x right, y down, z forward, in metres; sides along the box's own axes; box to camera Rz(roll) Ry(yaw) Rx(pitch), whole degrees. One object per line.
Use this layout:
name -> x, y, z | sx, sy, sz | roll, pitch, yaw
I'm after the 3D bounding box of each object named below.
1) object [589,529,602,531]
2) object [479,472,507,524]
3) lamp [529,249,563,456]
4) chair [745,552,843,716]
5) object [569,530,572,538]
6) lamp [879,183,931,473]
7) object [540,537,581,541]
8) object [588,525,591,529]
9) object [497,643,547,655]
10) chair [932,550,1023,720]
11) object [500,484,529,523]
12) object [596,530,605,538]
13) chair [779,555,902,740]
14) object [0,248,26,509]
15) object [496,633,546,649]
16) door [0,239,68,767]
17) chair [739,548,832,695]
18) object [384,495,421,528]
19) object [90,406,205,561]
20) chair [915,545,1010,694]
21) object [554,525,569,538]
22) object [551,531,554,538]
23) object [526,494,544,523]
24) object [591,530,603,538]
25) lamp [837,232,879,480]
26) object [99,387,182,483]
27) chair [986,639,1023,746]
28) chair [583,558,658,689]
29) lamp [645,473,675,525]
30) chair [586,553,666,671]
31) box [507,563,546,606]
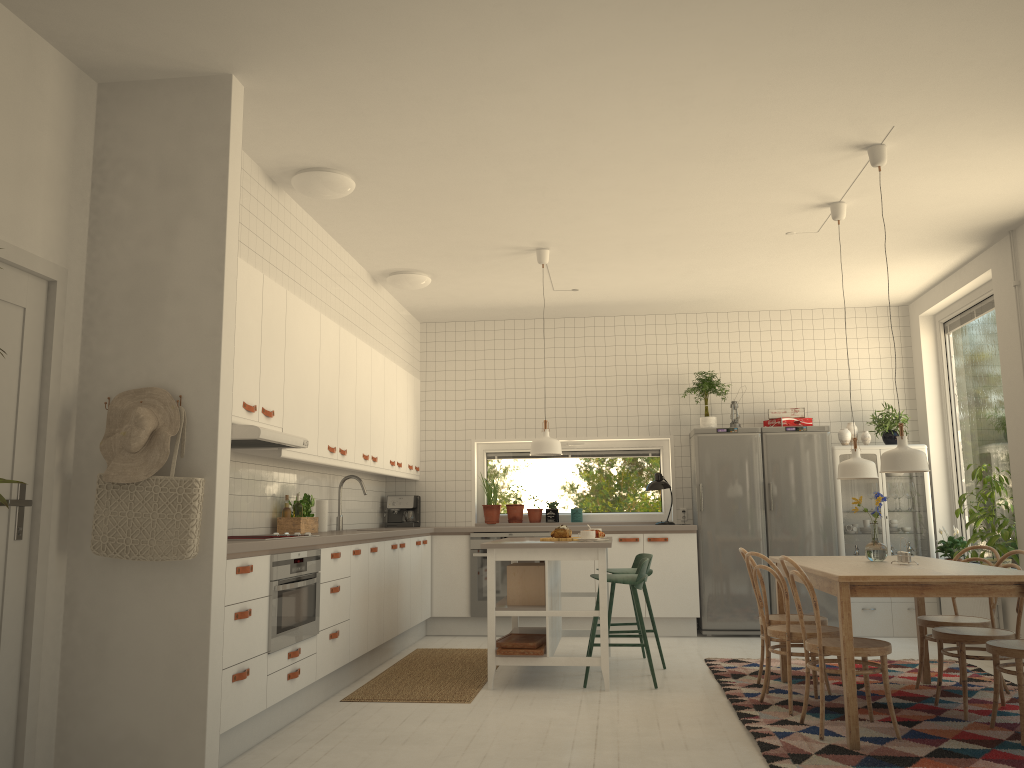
object -> 0.600, 1.074, 6.400 | 0.094, 0.060, 0.098 | -1, -9, 4
object -> -0.182, 1.073, 8.401 | 0.300, 0.499, 0.333 | 1, -9, -10
lamp -> 0.227, -0.250, 6.215 | 0.229, 1.492, 0.229 | -2, -9, 7
chair -> 1.514, 1.302, 4.727 | 0.483, 0.811, 0.385 | 1, -9, -11
object -> 0.355, 0.988, 5.874 | 0.083, 0.057, 0.072 | -3, -9, 13
lamp -> 1.912, -0.359, 4.460 | 0.229, 1.597, 0.229 | -8, -12, 41
object -> 0.336, 1.024, 5.857 | 0.237, 0.019, 0.306 | -4, -9, 23
object -> 0.583, 1.060, 6.417 | 0.028, 0.086, 0.102 | 7, -12, -42
object -> 0.071, 1.632, 5.494 | 0.280, 0.030, 0.430 | -2, -8, 6
chair -> 2.423, 1.268, 4.565 | 0.483, 0.811, 0.385 | -1, -9, 4
object -> 0.027, 1.130, 8.382 | 0.258, 0.370, 0.234 | -3, -9, 18
object -> 0.615, 1.055, 6.241 | 0.060, 0.059, 0.074 | 3, -9, -24
chair -> 1.548, 1.227, 4.223 | 0.483, 0.811, 0.385 | -1, -9, 4
object -> -1.431, 0.410, 1.433 | 0.778, 1.713, 2.086 | 1, -9, -12
object -> 0.063, 1.613, 5.575 | 0.280, 0.030, 0.430 | -3, -9, 15
door -> -1.896, 0.477, 2.958 | 0.166, 2.035, 0.954 | -2, -9, 6
chair -> 1.605, 1.374, 5.224 | 0.483, 0.811, 0.385 | -2, -9, 9
object -> -1.034, 1.183, 8.229 | 0.316, 0.292, 0.279 | -2, -9, 7
object -> -1.429, 0.388, 3.501 | 0.439, 0.613, 0.093 | -2, -9, 6
chair -> 2.578, 1.345, 5.103 | 0.483, 0.811, 0.385 | 3, -9, -21
object -> 0.323, 0.964, 5.799 | 0.086, 0.087, 0.090 | -3, -9, 14
object -> 0.297, 0.986, 5.884 | 0.079, 0.067, 0.074 | -2, -9, 9
object -> 0.226, 1.170, 8.329 | 0.194, 0.278, 0.176 | 4, -10, -26
object -> 0.568, 1.051, 6.214 | 0.131, 0.060, 0.070 | -9, -12, 44
lamp -> 2.011, -0.235, 5.304 | 0.229, 1.597, 0.229 | 6, -11, -37
object -> -1.482, 0.198, 3.498 | 0.335, 0.385, 0.136 | -2, -9, 6
chair -> 2.440, 1.194, 4.064 | 0.483, 0.811, 0.385 | -2, -9, 9
chair -> 0.669, 1.483, 5.590 | 0.446, 0.753, 0.484 | -2, -9, 6
lamp -> 1.326, 1.033, 7.990 | 0.239, 0.466, 0.262 | -7, -11, 35
chair -> 0.775, 1.571, 6.192 | 0.446, 0.753, 0.484 | 1, -9, -8
box -> 0.108, 1.278, 5.682 | 0.237, 0.243, 0.357 | -2, -9, 7
